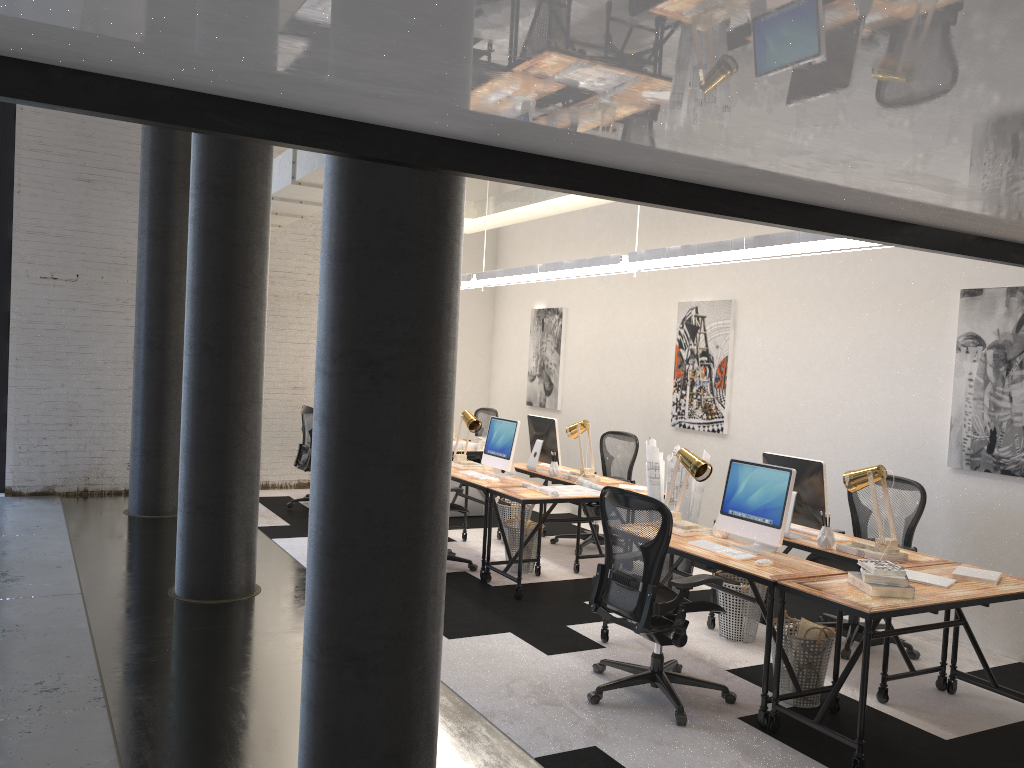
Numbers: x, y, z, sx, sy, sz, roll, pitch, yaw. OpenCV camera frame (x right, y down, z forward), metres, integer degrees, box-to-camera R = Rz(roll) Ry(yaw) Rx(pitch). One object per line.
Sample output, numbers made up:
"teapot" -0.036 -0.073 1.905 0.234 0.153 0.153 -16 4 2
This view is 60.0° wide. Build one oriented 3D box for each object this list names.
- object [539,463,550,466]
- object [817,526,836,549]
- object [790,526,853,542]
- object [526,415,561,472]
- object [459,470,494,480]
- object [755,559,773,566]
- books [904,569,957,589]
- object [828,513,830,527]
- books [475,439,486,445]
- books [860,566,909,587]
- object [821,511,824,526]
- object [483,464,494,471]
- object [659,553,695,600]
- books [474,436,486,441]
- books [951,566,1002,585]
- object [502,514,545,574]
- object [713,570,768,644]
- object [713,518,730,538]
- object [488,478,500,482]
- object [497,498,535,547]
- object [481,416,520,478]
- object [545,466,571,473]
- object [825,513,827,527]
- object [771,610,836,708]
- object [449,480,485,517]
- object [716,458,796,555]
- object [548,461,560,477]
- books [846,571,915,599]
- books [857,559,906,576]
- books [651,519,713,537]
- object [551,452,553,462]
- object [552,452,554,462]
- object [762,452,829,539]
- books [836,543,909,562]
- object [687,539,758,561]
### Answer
"object" 0.303 0.750 8.276 0.106 0.029 0.059 2 2 -28
"object" 1.794 0.875 5.062 0.101 0.127 0.101 4 2 16
"object" 1.888 0.922 5.474 0.118 0.018 0.438 2 2 -29
"object" 0.260 0.532 7.890 0.190 0.485 0.483 2 2 -29
"object" -0.296 0.751 7.331 0.118 0.018 0.438 2 2 -29
"object" 1.290 0.910 4.529 0.106 0.029 0.059 2 2 -28
"books" 2.045 0.963 4.385 0.243 0.019 0.205 4 2 38
"object" 1.804 0.834 5.048 0.008 0.207 0.054 4 3 26
"books" -0.275 0.610 9.367 0.193 0.044 0.257 3 2 -12
"books" 1.740 0.889 4.148 0.193 0.044 0.257 4 2 18
"object" 1.783 0.832 5.069 0.054 0.207 0.008 5 3 44
"object" -0.196 0.691 7.738 0.101 0.127 0.101 4 2 16
"object" 1.174 1.401 6.547 0.353 0.399 0.353 4 2 16
"books" -0.287 0.578 9.359 0.153 0.030 0.185 2 2 -31
"books" 2.367 0.973 4.515 0.200 0.024 0.235 4 2 34
"object" 0.077 1.294 7.172 0.353 0.435 0.358 2 3 -32
"object" 1.460 1.412 5.679 0.353 0.435 0.358 2 3 -32
"object" 1.237 0.841 5.227 0.101 0.127 0.101 4 2 16
"object" -0.144 0.761 7.040 0.106 0.029 0.059 2 2 -28
"object" 0.027 1.263 8.190 0.353 0.435 0.358 2 3 -32
"object" -0.076 0.528 7.406 0.190 0.485 0.483 2 2 -29
"object" 0.455 0.773 7.985 0.118 0.018 0.438 2 2 -29
"object" 1.791 0.834 5.046 0.054 0.207 0.008 1 3 -42
"object" 1.510 1.443 4.661 0.353 0.435 0.358 2 3 -32
"object" -0.548 1.166 9.465 0.544 0.455 0.221 2 3 -29
"object" 1.357 0.677 4.895 0.190 0.485 0.483 2 2 -29
"object" 0.361 0.726 7.574 0.101 0.127 0.101 4 2 16
"books" 1.715 0.936 4.136 0.200 0.050 0.271 3 2 -2
"books" 1.727 0.857 4.148 0.153 0.030 0.185 3 2 -1
"books" 1.026 0.868 5.361 0.225 0.038 0.308 2 2 -29
"object" 0.350 0.683 7.580 0.054 0.207 0.008 5 3 44
"object" 0.358 0.685 7.558 0.054 0.207 0.008 1 3 -42
"object" 1.694 0.681 5.379 0.190 0.485 0.483 2 2 -29
"books" 2.001 0.933 4.932 0.225 0.038 0.308 2 2 -29
"object" 1.138 0.901 4.820 0.118 0.018 0.438 2 2 -29
